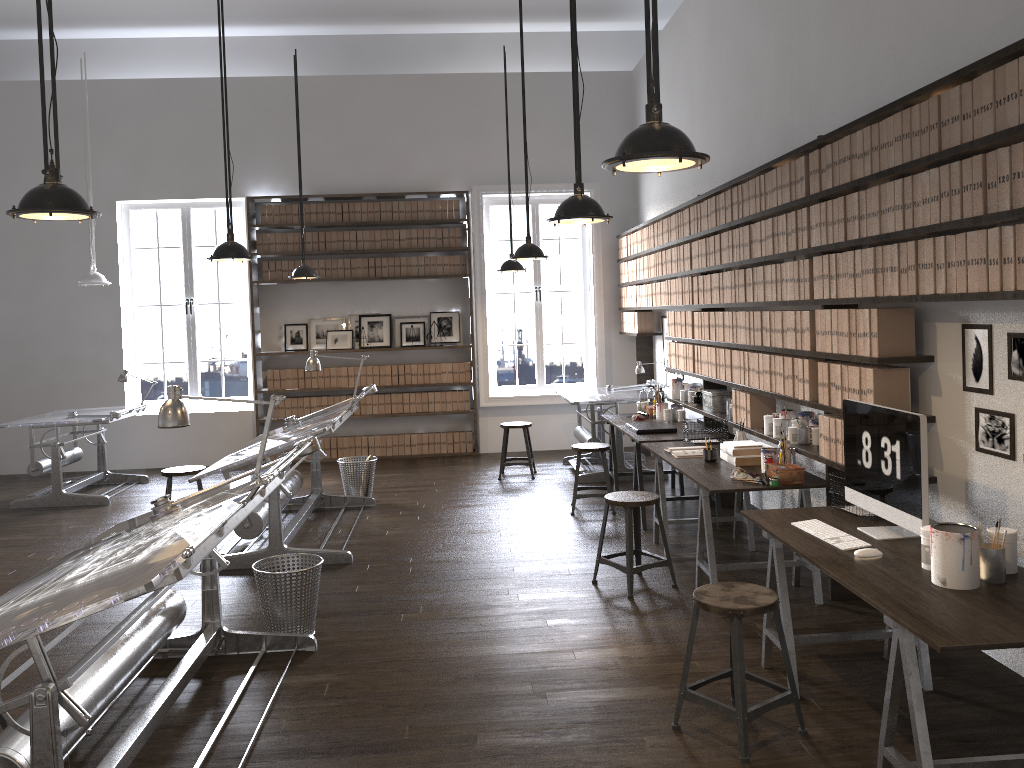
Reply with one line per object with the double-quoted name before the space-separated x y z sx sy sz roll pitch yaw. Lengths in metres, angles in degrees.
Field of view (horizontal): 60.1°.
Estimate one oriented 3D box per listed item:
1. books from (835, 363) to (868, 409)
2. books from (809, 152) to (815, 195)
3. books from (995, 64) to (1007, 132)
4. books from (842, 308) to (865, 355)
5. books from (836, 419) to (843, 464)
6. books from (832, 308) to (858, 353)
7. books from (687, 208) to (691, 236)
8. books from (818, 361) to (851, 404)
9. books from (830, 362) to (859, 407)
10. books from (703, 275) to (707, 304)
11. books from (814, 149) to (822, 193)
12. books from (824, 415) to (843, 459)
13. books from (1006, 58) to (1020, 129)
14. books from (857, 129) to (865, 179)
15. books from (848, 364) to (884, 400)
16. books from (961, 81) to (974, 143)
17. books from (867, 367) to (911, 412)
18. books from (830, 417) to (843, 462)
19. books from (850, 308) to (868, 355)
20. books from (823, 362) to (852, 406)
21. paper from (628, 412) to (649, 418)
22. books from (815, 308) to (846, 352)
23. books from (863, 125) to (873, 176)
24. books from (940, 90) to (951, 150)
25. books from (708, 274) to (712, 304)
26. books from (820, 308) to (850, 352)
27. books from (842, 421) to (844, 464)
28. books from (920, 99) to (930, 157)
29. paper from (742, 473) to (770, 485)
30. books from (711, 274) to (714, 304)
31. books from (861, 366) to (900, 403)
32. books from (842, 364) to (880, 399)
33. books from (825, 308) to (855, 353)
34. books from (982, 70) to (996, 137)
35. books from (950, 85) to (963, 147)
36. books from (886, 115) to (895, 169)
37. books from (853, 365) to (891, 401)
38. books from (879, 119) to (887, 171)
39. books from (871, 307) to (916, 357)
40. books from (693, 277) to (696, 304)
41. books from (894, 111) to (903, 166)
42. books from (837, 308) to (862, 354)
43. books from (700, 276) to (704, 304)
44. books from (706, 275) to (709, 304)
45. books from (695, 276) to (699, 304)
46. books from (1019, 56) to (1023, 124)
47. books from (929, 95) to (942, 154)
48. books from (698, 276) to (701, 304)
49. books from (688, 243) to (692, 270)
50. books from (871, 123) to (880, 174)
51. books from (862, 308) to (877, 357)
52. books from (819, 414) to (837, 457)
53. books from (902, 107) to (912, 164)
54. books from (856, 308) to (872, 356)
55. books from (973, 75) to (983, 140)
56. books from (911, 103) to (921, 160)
"books" 1.709 0.012 4.414 0.174 0.225 0.067 -2 2 -4
"books" 1.658 -1.104 4.647 0.174 0.225 0.067 -2 2 -4
"books" 1.762 -0.979 3.040 0.174 0.225 0.067 -2 2 -4
"books" 1.705 -0.254 4.302 0.174 0.225 0.067 -2 2 -4
"books" 1.721 0.287 4.433 0.174 0.225 0.067 -2 2 -4
"books" 1.699 -0.264 4.431 0.174 0.225 0.067 -2 2 -4
"books" 1.492 -1.294 7.078 0.174 0.225 0.067 -2 2 -4
"books" 1.700 -0.006 4.634 0.174 0.225 0.067 -2 2 -4
"books" 1.709 0.006 4.486 0.174 0.225 0.067 -2 2 -4
"books" 1.544 -0.712 6.695 0.174 0.225 0.067 -2 2 -4
"books" 1.658 -1.099 4.573 0.174 0.225 0.067 -2 2 -4
"books" 1.708 0.277 4.568 0.174 0.225 0.067 -2 2 -4
"books" 1.764 -0.974 2.977 0.174 0.225 0.067 -2 2 -4
"books" 1.692 -1.061 4.089 0.174 0.225 0.067 -2 2 -4
"books" 1.723 0.023 4.273 0.174 0.225 0.067 -2 2 -4
"books" 1.750 -0.995 3.244 0.174 0.225 0.067 -2 2 -4
"books" 1.733 0.038 4.076 0.174 0.225 0.067 -2 2 -4
"books" 1.712 0.283 4.496 0.174 0.225 0.067 -2 2 -4
"books" 1.715 -0.249 4.235 0.174 0.225 0.067 -2 2 -4
"books" 1.699 0.000 4.560 0.174 0.225 0.067 -2 2 -4
"paper" 1.090 0.268 7.672 0.137 0.038 0.155 -3 5 -18
"books" 1.689 -0.281 4.644 0.174 0.225 0.067 -2 2 -4
"books" 1.694 -1.055 4.017 0.174 0.225 0.067 -2 2 -4
"books" 1.741 -1.006 3.386 0.174 0.225 0.067 -2 2 -4
"books" 1.547 -0.701 6.556 0.174 0.225 0.067 -2 2 -4
"books" 1.692 -0.276 4.574 0.174 0.225 0.067 -2 2 -4
"books" 1.727 0.292 4.368 0.174 0.225 0.067 -2 2 -4
"books" 1.731 -1.018 3.535 0.174 0.225 0.067 -2 2 -4
"paper" 1.286 0.501 4.684 0.137 0.038 0.155 -1 5 11
"books" 1.556 -0.696 6.490 0.174 0.225 0.067 -2 2 -4
"books" 1.730 0.033 4.139 0.174 0.225 0.067 -2 2 -4
"books" 1.718 0.017 4.344 0.174 0.225 0.067 -2 2 -4
"books" 1.693 -0.270 4.504 0.174 0.225 0.067 -2 2 -4
"books" 1.753 -0.984 3.106 0.174 0.225 0.067 -2 2 -4
"books" 1.741 -1.000 3.315 0.174 0.225 0.067 -2 2 -4
"books" 1.710 -1.039 3.807 0.174 0.225 0.067 -2 2 -4
"books" 1.721 0.028 4.205 0.174 0.225 0.067 -2 2 -4
"books" 1.709 -1.044 3.877 0.174 0.225 0.067 -2 2 -4
"books" 1.730 -0.233 4.023 0.174 0.225 0.067 -2 2 -4
"books" 1.525 -0.735 6.985 0.174 0.225 0.067 -2 2 -4
"books" 1.711 -1.033 3.735 0.174 0.225 0.067 -2 2 -4
"books" 1.705 -0.260 4.369 0.174 0.225 0.067 -2 2 -4
"books" 1.535 -0.718 6.765 0.174 0.225 0.067 -2 2 -4
"books" 1.548 -0.707 6.624 0.174 0.225 0.067 -2 2 -4
"books" 1.525 -0.729 6.911 0.174 0.225 0.067 -2 2 -4
"books" 1.767 -0.968 2.904 0.174 0.225 0.067 -2 2 -4
"books" 1.731 -1.012 3.461 0.174 0.225 0.067 -2 2 -4
"books" 1.535 -0.723 6.836 0.174 0.225 0.067 -2 2 -4
"books" 1.503 -1.018 7.093 0.174 0.225 0.067 -2 2 -4
"books" 1.703 -1.050 3.947 0.174 0.225 0.067 -2 2 -4
"books" 1.720 -0.238 4.093 0.174 0.225 0.067 -2 2 -4
"books" 1.706 0.271 4.640 0.174 0.225 0.067 -2 2 -4
"books" 1.716 -1.027 3.663 0.174 0.225 0.067 -2 2 -4
"books" 1.720 -0.244 4.164 0.174 0.225 0.067 -2 2 -4
"books" 1.754 -0.989 3.174 0.174 0.225 0.067 -2 2 -4
"books" 1.725 -1.023 3.600 0.174 0.225 0.067 -2 2 -4
